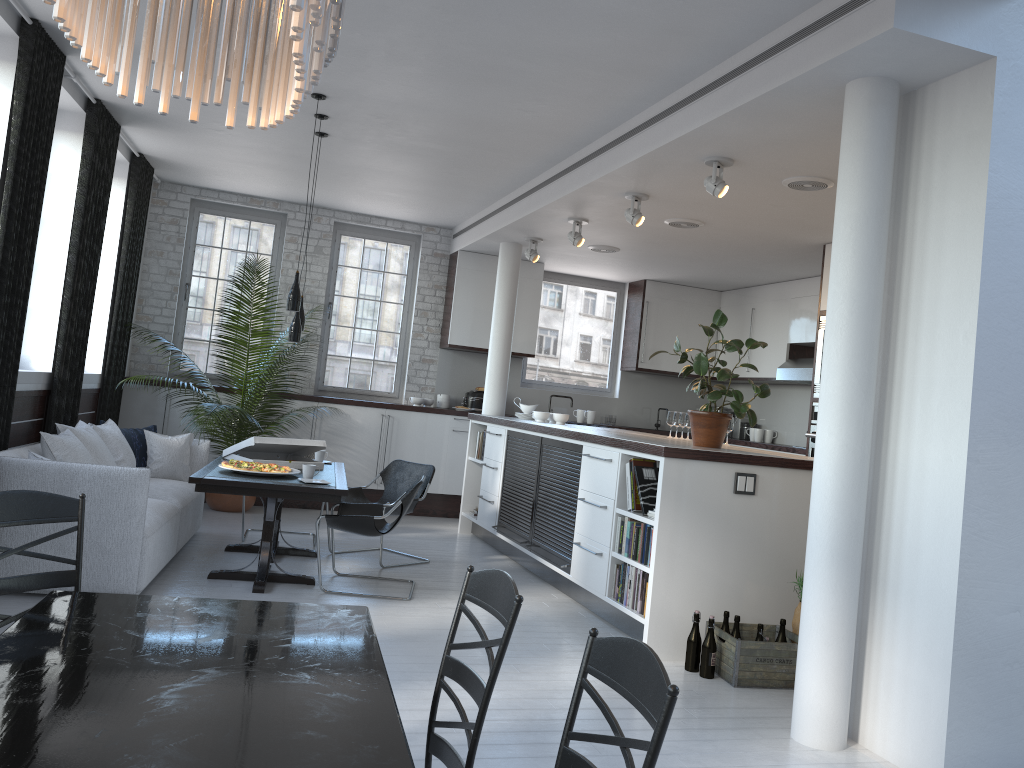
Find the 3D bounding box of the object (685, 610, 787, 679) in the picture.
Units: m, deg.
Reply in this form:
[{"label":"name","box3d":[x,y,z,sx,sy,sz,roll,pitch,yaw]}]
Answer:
[{"label":"object","box3d":[1.238,1.434,4.836,0.556,0.325,0.288,6,-2,9]}]

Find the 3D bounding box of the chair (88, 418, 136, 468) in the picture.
[{"label":"chair","box3d":[-2.995,0.506,6.606,0.374,0.466,0.565,7,-2,-11]}]

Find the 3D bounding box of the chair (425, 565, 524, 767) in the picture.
[{"label":"chair","box3d":[-0.292,0.903,1.991,0.502,0.966,0.496,7,-3,-18]}]

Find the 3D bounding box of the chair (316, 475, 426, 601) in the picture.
[{"label":"chair","box3d":[-0.964,0.999,6.066,0.664,0.779,0.670,6,-2,-3]}]

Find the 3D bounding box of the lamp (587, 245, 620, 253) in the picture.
[{"label":"lamp","box3d":[0.929,-1.367,8.998,0.327,0.025,0.329,7,-2,-43]}]

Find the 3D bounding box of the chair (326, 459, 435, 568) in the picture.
[{"label":"chair","box3d":[-1.033,1.012,7.108,0.672,0.779,0.662,4,-3,37]}]

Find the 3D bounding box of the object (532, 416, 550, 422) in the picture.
[{"label":"object","box3d":[0.308,0.349,8.642,0.235,0.041,0.235,7,-1,-22]}]

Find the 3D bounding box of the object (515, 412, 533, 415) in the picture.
[{"label":"object","box3d":[0.159,0.313,8.918,0.261,0.028,0.262,7,-1,-30]}]

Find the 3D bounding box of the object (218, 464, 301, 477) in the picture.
[{"label":"object","box3d":[-1.687,0.583,5.929,0.531,0.042,0.532,7,-1,-21]}]

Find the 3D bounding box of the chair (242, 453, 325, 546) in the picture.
[{"label":"chair","box3d":[-1.919,0.926,7.501,0.670,0.779,0.664,7,-3,-13]}]

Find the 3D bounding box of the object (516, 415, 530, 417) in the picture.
[{"label":"object","box3d":[0.157,0.336,8.917,0.262,0.028,0.261,6,-1,7]}]

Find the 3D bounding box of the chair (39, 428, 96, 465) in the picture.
[{"label":"chair","box3d":[-2.805,0.522,5.666,0.360,0.437,0.529,7,-2,-10]}]

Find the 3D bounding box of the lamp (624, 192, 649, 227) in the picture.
[{"label":"lamp","box3d":[0.931,-1.302,6.674,0.183,0.239,0.183,7,-3,-14]}]

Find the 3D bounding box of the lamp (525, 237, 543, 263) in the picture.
[{"label":"lamp","box3d":[0.209,-1.334,8.885,0.183,0.239,0.183,7,-3,-14]}]

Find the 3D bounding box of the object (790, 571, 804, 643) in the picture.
[{"label":"object","box3d":[1.701,1.339,4.999,0.345,0.622,0.211,4,-4,41]}]

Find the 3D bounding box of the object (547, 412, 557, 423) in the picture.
[{"label":"object","box3d":[0.397,0.323,8.402,0.156,0.093,0.157,7,-2,-32]}]

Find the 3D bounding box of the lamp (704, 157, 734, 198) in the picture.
[{"label":"lamp","box3d":[1.292,-1.285,5.568,0.183,0.239,0.183,7,-3,-14]}]

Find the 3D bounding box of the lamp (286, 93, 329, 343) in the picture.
[{"label":"lamp","box3d":[-1.495,-1.228,6.517,0.114,1.857,1.054,7,-3,-11]}]

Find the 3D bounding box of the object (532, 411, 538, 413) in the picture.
[{"label":"object","box3d":[0.314,0.296,8.645,0.236,0.041,0.235,6,-1,23]}]

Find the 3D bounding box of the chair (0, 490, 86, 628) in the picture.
[{"label":"chair","box3d":[-1.276,0.807,2.418,0.504,0.966,0.494,4,-4,35]}]

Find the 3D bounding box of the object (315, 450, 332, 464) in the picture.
[{"label":"object","box3d":[-1.560,0.589,7.194,0.204,0.099,0.175,6,-2,-13]}]

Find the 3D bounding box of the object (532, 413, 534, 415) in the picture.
[{"label":"object","box3d":[0.311,0.313,8.644,0.235,0.041,0.236,7,-1,-25]}]

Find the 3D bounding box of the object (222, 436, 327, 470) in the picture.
[{"label":"object","box3d":[-1.791,0.496,6.700,0.589,0.216,0.588,7,-2,-39]}]

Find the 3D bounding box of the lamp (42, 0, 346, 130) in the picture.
[{"label":"lamp","box3d":[-0.214,-1.151,0.769,0.440,1.629,1.271,7,-3,-13]}]

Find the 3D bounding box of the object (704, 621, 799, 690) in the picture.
[{"label":"object","box3d":[1.349,1.484,4.870,0.455,0.248,0.389,6,-2,-12]}]

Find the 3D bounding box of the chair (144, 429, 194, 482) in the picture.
[{"label":"chair","box3d":[-2.788,0.601,7.207,0.220,0.439,0.456,3,-3,42]}]

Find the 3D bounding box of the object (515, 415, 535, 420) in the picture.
[{"label":"object","box3d":[0.156,0.343,8.916,0.261,0.028,0.262,7,-1,-29]}]

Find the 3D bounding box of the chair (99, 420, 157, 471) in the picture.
[{"label":"chair","box3d":[-3.078,0.541,7.047,0.334,0.500,0.622,5,-2,22]}]

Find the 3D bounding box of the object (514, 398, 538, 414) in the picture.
[{"label":"object","box3d":[0.143,0.232,8.927,0.269,0.173,0.130,6,-3,12]}]

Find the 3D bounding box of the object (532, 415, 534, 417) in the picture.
[{"label":"object","box3d":[0.309,0.331,8.643,0.235,0.041,0.235,6,-1,-19]}]

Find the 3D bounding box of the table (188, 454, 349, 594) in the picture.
[{"label":"table","box3d":[-1.721,0.960,6.383,0.958,0.704,1.916,6,-1,-11]}]

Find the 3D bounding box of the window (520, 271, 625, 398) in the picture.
[{"label":"window","box3d":[0.748,-0.620,11.013,1.296,1.461,0.133,7,-3,-18]}]

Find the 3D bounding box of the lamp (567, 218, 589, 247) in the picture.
[{"label":"lamp","box3d":[0.570,-1.318,7.780,0.183,0.239,0.183,7,-3,-14]}]

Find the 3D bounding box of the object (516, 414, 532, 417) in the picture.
[{"label":"object","box3d":[0.158,0.328,8.917,0.262,0.028,0.261,6,-1,6]}]

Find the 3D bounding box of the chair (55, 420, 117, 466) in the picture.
[{"label":"chair","box3d":[-2.905,0.527,6.129,0.391,0.507,0.597,7,-2,-11]}]

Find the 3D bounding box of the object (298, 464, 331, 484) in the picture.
[{"label":"object","box3d":[-1.301,0.590,5.796,0.175,0.097,0.301,7,-2,-28]}]

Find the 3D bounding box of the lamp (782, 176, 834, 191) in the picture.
[{"label":"lamp","box3d":[1.955,-1.321,5.855,0.328,0.025,0.328,6,-1,-20]}]

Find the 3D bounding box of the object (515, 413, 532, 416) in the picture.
[{"label":"object","box3d":[0.159,0.321,8.918,0.262,0.028,0.261,6,-1,10]}]

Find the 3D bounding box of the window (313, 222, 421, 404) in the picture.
[{"label":"window","box3d":[-2.592,-1.145,14.675,8.124,6.083,9.143,7,-2,-18]}]

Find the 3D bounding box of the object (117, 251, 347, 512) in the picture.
[{"label":"object","box3d":[-2.841,-0.045,8.724,1.925,2.628,2.392,5,-3,30]}]

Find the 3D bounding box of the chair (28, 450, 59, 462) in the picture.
[{"label":"chair","box3d":[-2.654,0.608,5.143,0.468,0.395,0.233,4,-3,40]}]

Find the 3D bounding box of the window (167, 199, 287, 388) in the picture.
[{"label":"window","box3d":[-3.121,-0.977,9.760,1.032,1.995,0.133,7,-4,-18]}]

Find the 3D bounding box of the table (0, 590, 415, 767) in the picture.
[{"label":"table","box3d":[-0.674,0.979,1.606,0.890,0.698,1.995,7,-1,-13]}]

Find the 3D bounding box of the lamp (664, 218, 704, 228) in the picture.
[{"label":"lamp","box3d":[1.442,-1.344,7.428,0.328,0.025,0.328,6,-1,-13]}]

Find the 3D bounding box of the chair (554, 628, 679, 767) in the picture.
[{"label":"chair","box3d":[-0.045,0.919,1.480,0.503,0.966,0.496,7,-3,-13]}]

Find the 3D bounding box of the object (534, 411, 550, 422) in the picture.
[{"label":"object","box3d":[0.274,0.307,8.256,0.156,0.093,0.156,7,-2,-18]}]
